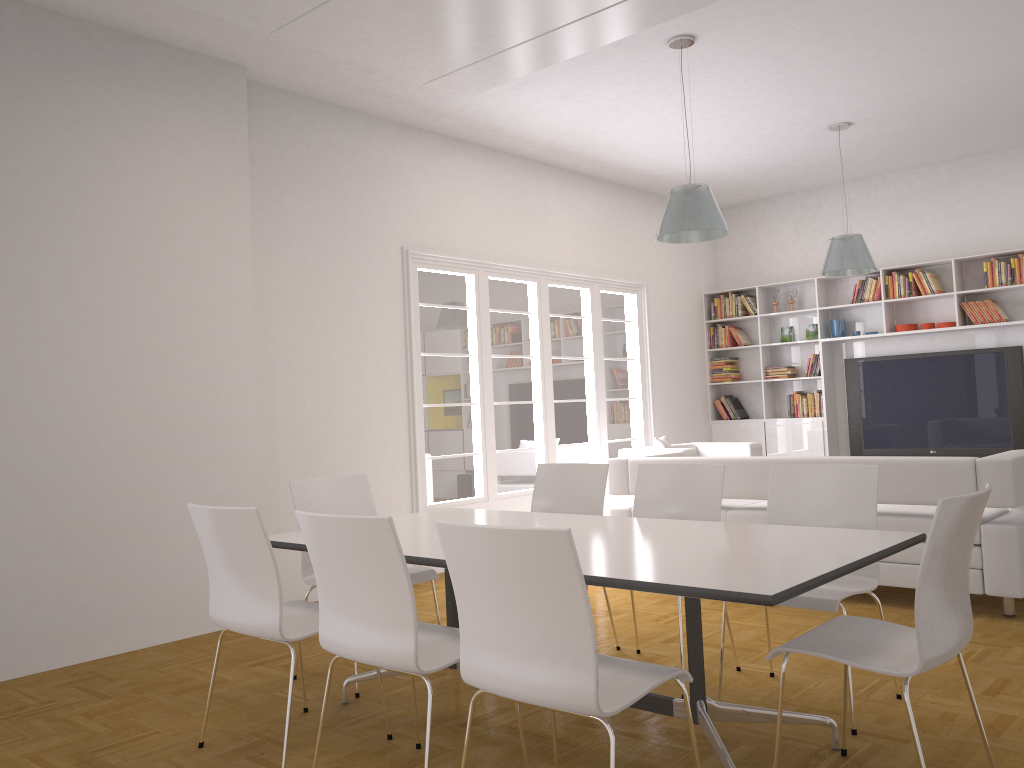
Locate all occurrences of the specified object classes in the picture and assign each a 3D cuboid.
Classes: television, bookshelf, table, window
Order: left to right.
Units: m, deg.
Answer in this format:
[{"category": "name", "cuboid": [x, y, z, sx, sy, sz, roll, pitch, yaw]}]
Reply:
[{"category": "window", "cuboid": [0.287, 0.195, 8.023, 0.195, 2.531, 3.350, -5, -4, 42]}, {"category": "table", "cuboid": [0.179, 0.956, 3.460, 2.408, 0.723, 1.211, -4, -3, 42]}, {"category": "television", "cuboid": [4.146, 0.234, 8.746, 1.658, 1.089, 0.082, -5, -4, 42]}, {"category": "bookshelf", "cuboid": [4.360, 0.046, 8.470, 5.360, 2.482, 0.389, -4, -4, 42]}]

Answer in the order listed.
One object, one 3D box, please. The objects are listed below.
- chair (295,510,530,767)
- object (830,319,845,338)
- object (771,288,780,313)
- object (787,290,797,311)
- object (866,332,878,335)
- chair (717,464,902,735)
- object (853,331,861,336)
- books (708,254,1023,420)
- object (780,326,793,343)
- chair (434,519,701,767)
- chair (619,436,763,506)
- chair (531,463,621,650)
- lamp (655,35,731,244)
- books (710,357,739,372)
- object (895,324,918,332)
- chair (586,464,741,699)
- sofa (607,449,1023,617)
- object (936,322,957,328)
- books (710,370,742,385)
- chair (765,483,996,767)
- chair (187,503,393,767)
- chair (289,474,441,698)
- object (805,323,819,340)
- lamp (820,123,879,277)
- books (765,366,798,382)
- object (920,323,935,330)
[{"category": "chair", "cuboid": [-0.347, 0.861, 2.887, 0.560, 0.932, 0.575, -5, -4, 42]}, {"category": "object", "cuboid": [3.411, -0.573, 9.275, 0.147, 0.193, 0.147, -4, -3, 31]}, {"category": "object", "cuboid": [2.928, -0.907, 9.759, 0.179, 0.279, 0.120, 0, -4, -43]}, {"category": "object", "cuboid": [3.029, -0.904, 9.692, 0.119, 0.260, 0.179, -1, -3, -28]}, {"category": "object", "cuboid": [3.672, -0.512, 9.040, 0.124, 0.032, 0.123, -4, -2, 27]}, {"category": "chair", "cuboid": [1.193, 0.813, 3.599, 0.560, 0.932, 0.575, -5, -4, 42]}, {"category": "object", "cuboid": [3.555, -0.515, 9.145, 0.078, 0.056, 0.078, -2, -2, -23]}, {"category": "books", "cuboid": [3.762, -0.411, 8.965, 3.859, 1.457, 0.235, -4, -3, 42]}, {"category": "object", "cuboid": [3.030, -0.539, 9.776, 0.144, 0.190, 0.052, -5, -4, 42]}, {"category": "chair", "cuboid": [0.145, 0.824, 2.448, 0.560, 0.932, 0.575, -5, -4, 42]}, {"category": "chair", "cuboid": [1.650, 0.921, 8.079, 1.096, 0.912, 0.800, -1, -3, -38]}, {"category": "chair", "cuboid": [0.181, 0.890, 4.505, 0.560, 0.932, 0.575, -5, -4, 42]}, {"category": "lamp", "cuboid": [1.095, -1.541, 5.554, 0.464, 1.251, 0.464, -5, -4, 41]}, {"category": "books", "cuboid": [2.434, -0.221, 10.170, 0.252, 0.153, 0.207, -5, -3, 42]}, {"category": "object", "cuboid": [3.926, -0.552, 8.829, 0.210, 0.073, 0.211, -3, -2, 17]}, {"category": "chair", "cuboid": [0.672, 0.853, 4.066, 0.560, 0.932, 0.575, -5, -4, 42]}, {"category": "sofa", "cuboid": [1.941, 0.878, 5.799, 2.620, 0.849, 0.822, -4, -3, 42]}, {"category": "object", "cuboid": [4.200, -0.564, 8.559, 0.182, 0.054, 0.183, -4, -3, 38]}, {"category": "books", "cuboid": [2.453, -0.073, 10.151, 0.283, 0.153, 0.207, -5, -3, 42]}, {"category": "chair", "cuboid": [1.126, 0.777, 2.637, 0.575, 0.932, 0.561, -5, -4, 42]}, {"category": "chair", "cuboid": [-0.868, 0.900, 3.354, 0.560, 0.932, 0.575, -5, -4, 42]}, {"category": "chair", "cuboid": [-0.723, 0.924, 4.290, 0.575, 0.932, 0.561, -5, -4, 42]}, {"category": "object", "cuboid": [3.245, -0.555, 9.584, 0.144, 0.190, 0.052, -5, -4, 42]}, {"category": "lamp", "cuboid": [2.791, -1.557, 7.448, 0.464, 1.251, 0.464, -5, -4, 41]}, {"category": "books", "cuboid": [2.951, -0.111, 9.706, 0.283, 0.153, 0.207, -5, -3, 42]}, {"category": "object", "cuboid": [4.078, -0.557, 8.693, 0.128, 0.073, 0.129, -4, -3, 38]}]
